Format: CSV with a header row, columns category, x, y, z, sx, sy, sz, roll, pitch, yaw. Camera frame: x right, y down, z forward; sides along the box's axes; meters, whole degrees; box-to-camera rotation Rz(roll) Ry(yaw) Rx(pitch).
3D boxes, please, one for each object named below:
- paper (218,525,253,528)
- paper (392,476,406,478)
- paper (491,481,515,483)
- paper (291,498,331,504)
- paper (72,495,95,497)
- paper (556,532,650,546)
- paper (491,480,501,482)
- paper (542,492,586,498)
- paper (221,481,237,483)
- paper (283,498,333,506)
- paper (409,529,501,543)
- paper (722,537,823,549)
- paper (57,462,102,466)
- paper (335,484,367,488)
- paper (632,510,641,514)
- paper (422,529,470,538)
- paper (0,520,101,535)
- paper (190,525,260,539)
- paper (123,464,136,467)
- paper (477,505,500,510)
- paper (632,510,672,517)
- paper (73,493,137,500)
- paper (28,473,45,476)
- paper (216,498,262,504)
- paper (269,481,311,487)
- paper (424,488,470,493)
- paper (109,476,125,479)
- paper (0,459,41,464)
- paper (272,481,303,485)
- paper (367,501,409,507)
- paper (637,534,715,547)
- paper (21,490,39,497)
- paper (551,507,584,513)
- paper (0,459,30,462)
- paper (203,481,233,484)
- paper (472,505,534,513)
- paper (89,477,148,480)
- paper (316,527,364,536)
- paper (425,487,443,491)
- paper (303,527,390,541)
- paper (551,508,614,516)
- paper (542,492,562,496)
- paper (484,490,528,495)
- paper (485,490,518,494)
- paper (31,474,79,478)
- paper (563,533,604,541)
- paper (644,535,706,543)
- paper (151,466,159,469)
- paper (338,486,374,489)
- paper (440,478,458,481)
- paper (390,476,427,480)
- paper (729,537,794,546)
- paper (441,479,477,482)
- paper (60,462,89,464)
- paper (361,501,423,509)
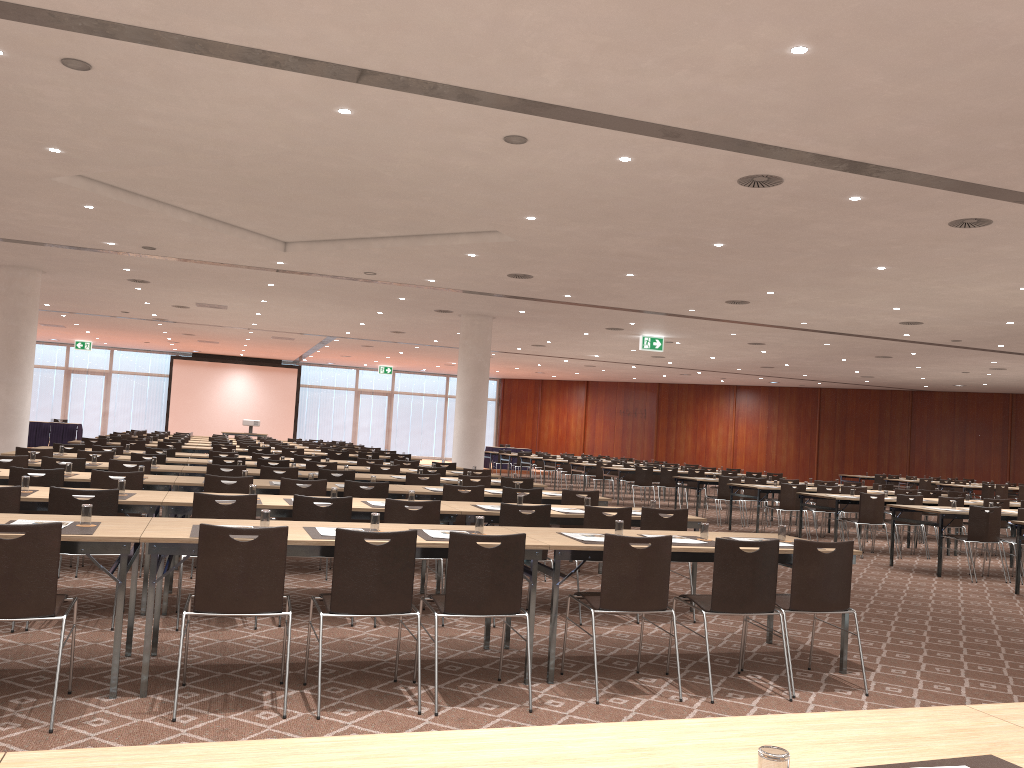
category,x,y,z,sx,sy,sz,roll,pitch,yaw
paper,-1.623,0.833,5.088,0.284,0.006,0.398,5,-3,-20
paper,-1.388,1.209,11.485,0.284,0.006,0.398,5,-3,-19
paper,-0.101,1.311,11.837,0.460,0.003,0.565,5,-3,-20
paper,-1.634,0.952,7.201,0.283,0.006,0.398,4,-3,-17
paper,-3.189,0.828,6.671,0.283,0.006,0.398,4,-3,-17
paper,0.595,1.012,5.794,0.460,0.003,0.565,4,-3,-16
paper,-0.153,1.309,11.918,0.283,0.006,0.398,4,-3,-17
paper,0.565,1.246,9.977,0.460,0.003,0.565,4,-3,-15
paper,-2.897,0.971,8.899,0.284,0.006,0.398,5,-3,-19
paper,-1.583,0.956,7.143,0.460,0.003,0.565,5,-3,-20
paper,-0.361,0.936,5.479,0.460,0.003,0.565,4,-3,-17
paper,1.809,1.107,6.175,0.460,0.003,0.565,5,-3,-18
paper,-5.005,0.922,10.228,0.460,0.003,0.565,5,-3,-18
paper,-1.682,1.066,9.270,0.284,0.006,0.398,5,-3,-19
paper,1.117,1.170,8.105,0.284,0.006,0.398,5,-3,-18
paper,-0.385,0.932,5.505,0.283,0.006,0.398,4,-3,-15
paper,-2.470,0.766,4.739,0.460,0.003,0.565,5,-3,-20
paper,-1.572,0.836,5.021,0.460,0.003,0.565,5,-3,-18
paper,-4.459,0.964,10.452,0.283,0.006,0.398,4,-3,-18
paper,-0.122,1.071,7.688,0.284,0.006,0.398,5,-3,-18
paper,1.194,1.177,8.078,0.460,0.003,0.565,4,-3,-15
paper,-3.108,0.836,6.663,0.460,0.003,0.565,4,-3,-15
paper,-4.431,0.849,8.376,0.284,0.006,0.398,5,-3,-19
paper,-2.200,0.906,6.932,0.460,0.003,0.565,5,-3,-18
paper,-2.237,1.024,9.055,0.460,0.003,0.565,4,-3,-16
paper,-0.682,1.147,9.552,0.460,0.003,0.565,5,-3,-19
paper,-3.819,0.897,8.576,0.284,0.006,0.398,5,-3,-21
paper,-5.609,0.874,10.018,0.460,0.003,0.565,5,-3,-18
paper,-2.298,1.018,9.082,0.284,0.006,0.398,5,-3,-19
paper,-1.042,0.999,7.402,0.284,0.006,0.398,5,-3,-18
paper,1.169,1.057,5.983,0.460,0.003,0.565,4,-3,-16
paper,-3.736,0.785,6.438,0.460,0.003,0.565,5,-3,-20
paper,0.498,1.121,7.892,0.283,0.006,0.398,4,-3,-17
paper,-5.667,0.869,10.075,0.283,0.006,0.398,5,-3,-18
paper,-2.831,0.976,8.837,0.460,0.003,0.565,4,-3,-17
paper,-0.072,1.076,7.652,0.460,0.003,0.565,4,-3,-16
paper,-3.772,0.901,8.530,0.460,0.003,0.565,4,-3,-17
paper,-1.011,0.882,5.293,0.283,0.006,0.398,4,-3,-18
paper,-0.766,1.140,9.595,0.283,0.006,0.398,4,-3,-17
paper,-0.977,0.886,5.251,0.460,0.003,0.565,5,-3,-19
paper,0.584,1.127,7.849,0.460,0.003,0.565,5,-3,-19
paper,0.486,1.239,10.008,0.284,0.006,0.398,5,-3,-21
paper,-0.063,1.196,9.757,0.460,0.003,0.565,4,-3,-17
paper,-0.129,1.190,9.791,0.284,0.006,0.398,5,-3,-21
paper,-4.380,0.854,8.355,0.460,0.003,0.565,4,-3,-15
paper,0.525,1.006,5.828,0.284,0.006,0.398,5,-3,-19
paper,1.101,1.051,6.021,0.284,0.006,0.398,5,-3,-20
paper,-4.407,0.970,10.421,0.460,0.003,0.565,5,-3,-18
paper,-1.590,1.075,9.263,0.460,0.003,0.565,4,-3,-16
paper,-0.778,1.258,11.685,0.284,0.006,0.398,5,-3,-21
paper,-1.306,1.217,11.459,0.460,0.003,0.565,5,-3,-18
paper,1.746,1.100,6.187,0.284,0.006,0.398,5,-3,-19
paper,-0.710,1.263,11.647,0.460,0.003,0.565,5,-3,-19
paper,-5.069,0.917,10.268,0.284,0.006,0.398,5,-3,-19
paper,-0.980,1.004,7.354,0.460,0.003,0.565,5,-3,-19
